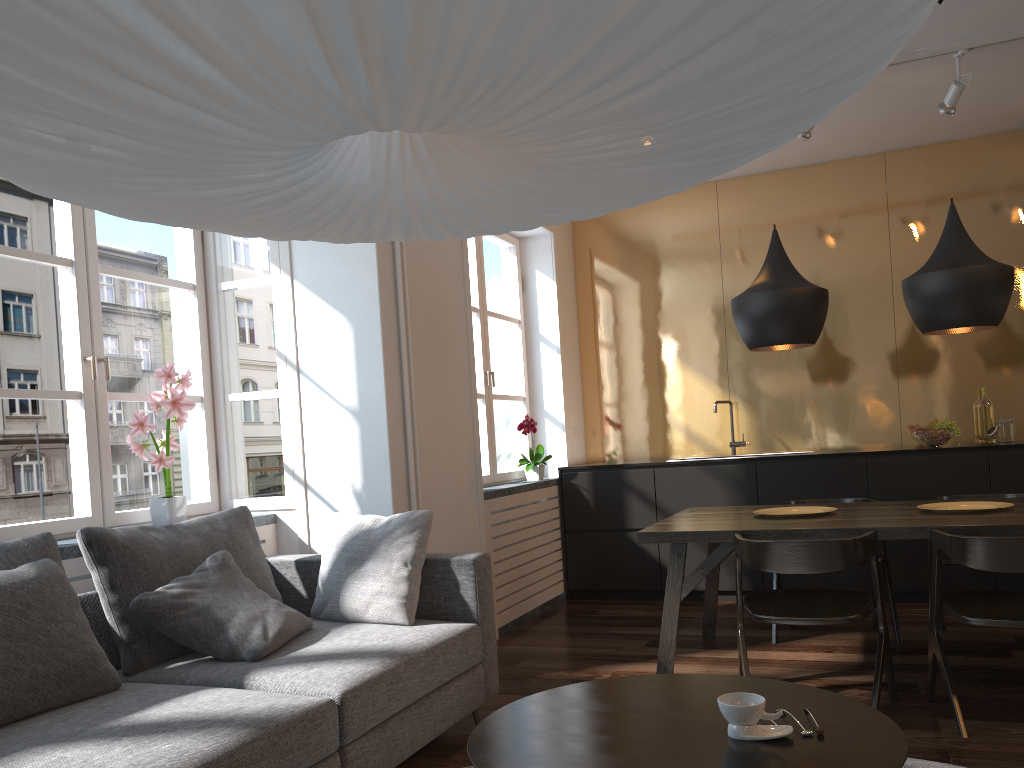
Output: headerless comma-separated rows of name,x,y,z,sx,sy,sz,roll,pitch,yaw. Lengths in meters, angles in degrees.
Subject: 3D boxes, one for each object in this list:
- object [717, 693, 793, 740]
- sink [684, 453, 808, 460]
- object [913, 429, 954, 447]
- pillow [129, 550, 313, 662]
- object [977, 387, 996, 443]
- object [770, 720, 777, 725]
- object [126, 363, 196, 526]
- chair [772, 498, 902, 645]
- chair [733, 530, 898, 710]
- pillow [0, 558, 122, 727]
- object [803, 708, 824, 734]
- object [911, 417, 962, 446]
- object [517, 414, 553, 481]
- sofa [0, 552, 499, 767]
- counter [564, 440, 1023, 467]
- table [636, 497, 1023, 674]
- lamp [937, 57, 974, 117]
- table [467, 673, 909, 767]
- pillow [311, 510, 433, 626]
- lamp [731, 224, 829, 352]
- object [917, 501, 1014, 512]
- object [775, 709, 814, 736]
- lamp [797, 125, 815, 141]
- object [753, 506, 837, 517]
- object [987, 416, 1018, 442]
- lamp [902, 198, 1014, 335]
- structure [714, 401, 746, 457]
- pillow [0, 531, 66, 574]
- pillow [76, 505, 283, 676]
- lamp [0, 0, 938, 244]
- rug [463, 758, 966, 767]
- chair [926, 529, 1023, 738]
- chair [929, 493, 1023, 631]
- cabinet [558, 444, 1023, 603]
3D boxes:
object,0.470,0.648,1.714,0.139,0.069,0.091,-6,-3,34
sink,2.639,0.343,5.250,3.420,0.244,0.482,-5,-3,21
object,2.495,0.323,5.227,0.218,0.097,0.219,-2,-3,-20
pillow,-0.963,0.742,2.991,0.444,0.321,0.493,-4,-3,4
object,2.908,0.189,5.428,0.092,0.339,0.092,-4,0,-11
object,0.514,0.680,1.803,0.026,0.010,0.124,-3,-4,-12
object,-1.467,0.257,3.718,0.297,0.690,0.201,-4,0,1
chair,1.605,0.932,4.457,0.594,0.671,0.519,-4,-1,18
chair,1.104,0.886,3.291,0.594,0.671,0.519,-4,-1,21
pillow,-1.371,0.686,2.285,0.292,0.397,0.667,-4,-3,22
object,0.605,0.671,1.776,0.015,0.015,0.168,-4,-4,9
object,2.498,0.284,5.210,0.239,0.173,0.178,-4,-2,7
object,0.148,0.410,5.721,0.229,0.437,0.406,-4,-2,-2
sofa,-0.651,0.916,2.070,2.043,0.671,3.068,-5,-4,22
counter,2.778,0.355,5.239,5.070,0.002,0.732,-5,-4,22
table,1.882,0.852,3.594,2.505,0.679,1.106,-5,-3,22
lamp,2.113,-1.416,4.183,0.085,0.239,0.251,-4,-2,-12
table,0.348,0.931,1.778,0.849,0.472,0.847,-5,-3,24
pillow,-0.563,0.703,3.394,0.495,0.414,0.286,-4,-1,21
lamp,1.167,-0.429,3.876,0.410,0.541,0.412,-3,-1,-34
object,1.859,0.507,3.632,0.356,0.016,0.356,-4,-4,3
object,0.563,0.672,1.773,0.025,0.016,0.164,-3,-4,-3
lamp,1.519,-1.364,4.418,0.085,0.238,0.252,-4,-2,-27
object,1.242,0.563,3.886,0.356,0.016,0.356,-5,-4,26
object,2.916,0.271,5.255,0.176,0.151,0.088,-4,-1,0
lamp,1.811,-0.487,3.610,0.411,0.541,0.411,-4,-1,-1
structure,1.457,0.300,5.899,0.110,0.385,0.265,-3,-1,38
pillow,-1.499,0.673,2.352,0.277,0.474,0.839,-4,-3,23
pillow,-1.143,0.708,3.193,0.275,0.476,0.836,-4,-3,23
lamp,-0.166,-0.387,1.236,1.468,0.210,1.475,-1,-4,-31
rug,0.403,1.149,1.624,2.837,0.012,2.842,-4,-4,2
chair,1.737,0.829,3.036,0.594,0.671,0.519,-4,-1,23
chair,2.251,0.871,4.160,0.594,0.671,0.519,-4,-1,20
cabinet,2.806,0.804,5.242,5.073,0.900,0.732,-5,-2,22
